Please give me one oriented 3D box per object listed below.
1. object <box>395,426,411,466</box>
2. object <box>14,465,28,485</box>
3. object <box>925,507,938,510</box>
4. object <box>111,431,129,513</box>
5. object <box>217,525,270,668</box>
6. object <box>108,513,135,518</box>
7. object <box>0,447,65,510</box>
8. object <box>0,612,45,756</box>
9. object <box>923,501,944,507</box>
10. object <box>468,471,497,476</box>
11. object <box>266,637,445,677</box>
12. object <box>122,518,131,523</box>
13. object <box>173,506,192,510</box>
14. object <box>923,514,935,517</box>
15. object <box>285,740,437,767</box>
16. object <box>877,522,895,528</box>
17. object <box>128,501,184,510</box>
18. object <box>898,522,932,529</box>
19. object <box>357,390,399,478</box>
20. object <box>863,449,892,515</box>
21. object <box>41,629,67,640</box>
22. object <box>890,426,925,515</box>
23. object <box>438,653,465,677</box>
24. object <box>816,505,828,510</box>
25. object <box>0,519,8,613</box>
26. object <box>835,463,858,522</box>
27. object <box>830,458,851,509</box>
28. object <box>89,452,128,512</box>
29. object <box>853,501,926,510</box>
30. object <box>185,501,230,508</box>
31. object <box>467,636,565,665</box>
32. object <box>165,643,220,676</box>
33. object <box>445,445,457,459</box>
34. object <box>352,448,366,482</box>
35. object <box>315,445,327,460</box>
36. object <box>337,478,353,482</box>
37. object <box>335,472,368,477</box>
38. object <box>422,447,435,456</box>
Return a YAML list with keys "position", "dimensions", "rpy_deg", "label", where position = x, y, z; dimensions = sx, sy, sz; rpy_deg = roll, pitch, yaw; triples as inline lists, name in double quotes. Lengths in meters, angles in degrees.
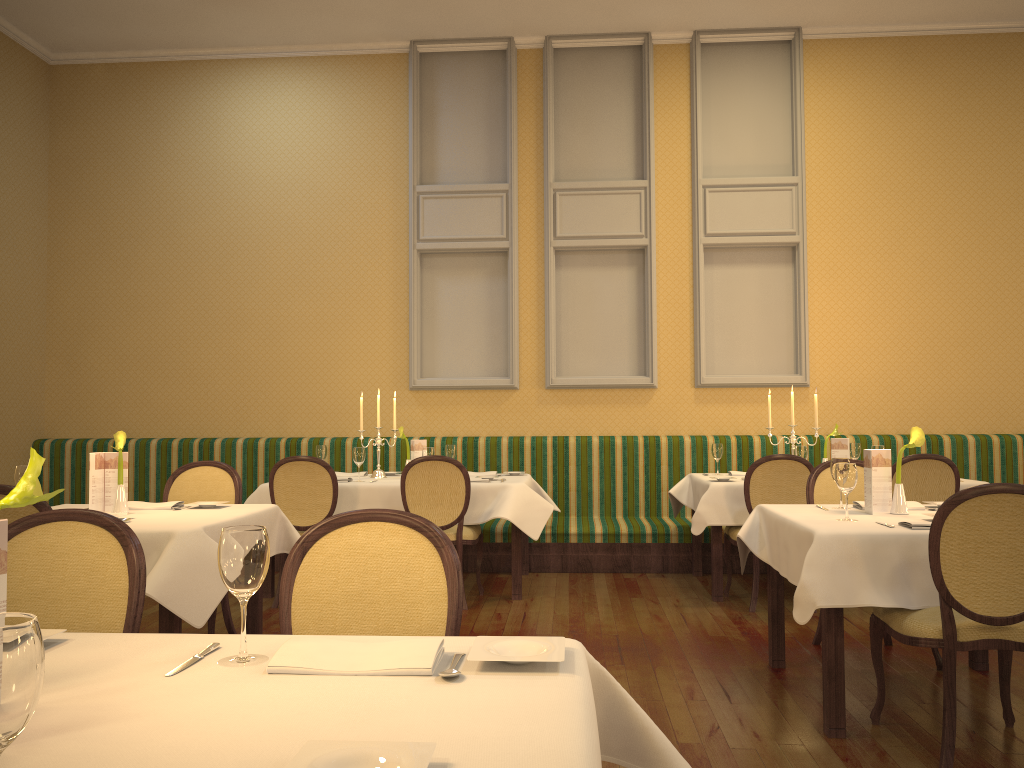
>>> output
- position: [-0.774, 0.493, 6.433]
  dimensions: [0.076, 0.375, 0.163]
  rpy_deg: [-1, -3, 26]
  label: "object"
- position: [-2.085, 0.465, 3.803]
  dimensions: [0.088, 0.229, 0.088]
  rpy_deg: [1, -3, -38]
  label: "object"
- position: [1.868, 0.556, 3.986]
  dimensions: [0.038, 0.015, 0.181]
  rpy_deg: [-1, -2, 5]
  label: "object"
- position: [-1.762, 0.397, 3.987]
  dimensions: [0.076, 0.375, 0.163]
  rpy_deg: [0, -2, -19]
  label: "object"
- position: [-0.465, 0.364, 1.537]
  dimensions: [0.088, 0.229, 0.088]
  rpy_deg: [1, -3, -38]
  label: "object"
- position: [-1.701, 0.563, 3.738]
  dimensions: [0.160, 0.024, 0.160]
  rpy_deg: [0, -2, 4]
  label: "object"
- position: [-0.769, 0.285, 1.334]
  dimensions: [0.076, 0.375, 0.163]
  rpy_deg: [-1, -3, 26]
  label: "object"
- position: [-0.484, 0.335, 0.824]
  dimensions: [0.088, 0.229, 0.088]
  rpy_deg: [1, -3, -38]
  label: "object"
- position: [1.974, 0.553, 4.025]
  dimensions: [0.160, 0.024, 0.160]
  rpy_deg: [0, -2, 4]
  label: "object"
- position: [-0.252, 0.666, 6.577]
  dimensions: [0.273, 0.033, 0.142]
  rpy_deg: [0, -2, 4]
  label: "object"
- position: [-0.260, 0.462, 1.508]
  dimensions: [0.273, 0.033, 0.142]
  rpy_deg: [0, -2, 4]
  label: "object"
- position: [-1.597, 0.561, 3.596]
  dimensions: [0.038, 0.015, 0.181]
  rpy_deg: [-1, -2, 5]
  label: "object"
- position: [-1.565, 0.586, 4.214]
  dimensions: [0.038, 0.015, 0.181]
  rpy_deg: [-1, -2, 5]
  label: "object"
- position: [1.732, 0.533, 3.510]
  dimensions: [0.160, 0.024, 0.160]
  rpy_deg: [0, -2, 4]
  label: "object"
- position: [-0.176, 0.444, 1.001]
  dimensions: [0.160, 0.024, 0.160]
  rpy_deg: [0, -2, 4]
  label: "object"
- position: [1.430, 0.537, 3.407]
  dimensions: [0.017, 0.010, 0.185]
  rpy_deg: [-1, -2, 4]
  label: "object"
- position: [-1.730, 0.581, 4.241]
  dimensions: [0.273, 0.033, 0.142]
  rpy_deg: [0, -2, 4]
  label: "object"
- position: [1.615, 0.528, 3.329]
  dimensions: [0.273, 0.024, 0.142]
  rpy_deg: [0, -2, 4]
  label: "object"
- position: [-0.965, 0.354, 6.418]
  dimensions: [0.390, 0.655, 0.131]
  rpy_deg: [2, -3, -40]
  label: "object"
- position: [1.568, 0.422, 3.849]
  dimensions: [0.166, 0.277, 0.081]
  rpy_deg: [2, -3, -40]
  label: "object"
- position: [-0.923, 0.473, 1.600]
  dimensions: [0.160, 0.024, 0.160]
  rpy_deg: [0, -2, 4]
  label: "object"
- position: [1.671, 0.367, 3.758]
  dimensions: [0.076, 0.375, 0.163]
  rpy_deg: [0, -2, -19]
  label: "object"
- position: [-0.095, 0.467, 1.481]
  dimensions: [0.038, 0.015, 0.181]
  rpy_deg: [-1, -2, 5]
  label: "object"
- position: [1.415, 0.562, 4.035]
  dimensions: [0.017, 0.010, 0.185]
  rpy_deg: [-1, -2, 5]
  label: "object"
- position: [-0.730, 0.329, 1.185]
  dimensions: [0.081, 0.277, 0.166]
  rpy_deg: [1, -3, -25]
  label: "object"
- position: [1.348, 0.435, 3.574]
  dimensions: [0.088, 0.229, 0.088]
  rpy_deg: [1, -3, -38]
  label: "object"
- position: [1.498, 0.453, 4.042]
  dimensions: [0.088, 0.229, 0.088]
  rpy_deg: [1, -3, -38]
  label: "object"
- position: [-1.865, 0.452, 4.078]
  dimensions: [0.166, 0.277, 0.081]
  rpy_deg: [2, -3, -40]
  label: "object"
- position: [1.703, 0.551, 4.013]
  dimensions: [0.273, 0.033, 0.142]
  rpy_deg: [0, -2, 4]
  label: "object"
- position: [-1.460, 0.582, 4.253]
  dimensions: [0.160, 0.024, 0.160]
  rpy_deg: [0, -2, 4]
  label: "object"
- position: [0.011, 0.464, 1.520]
  dimensions: [0.160, 0.024, 0.160]
  rpy_deg: [0, -2, 4]
  label: "object"
- position: [-0.548, 0.474, 1.530]
  dimensions: [0.017, 0.010, 0.185]
  rpy_deg: [-1, -2, 5]
  label: "object"
- position: [-0.456, 0.567, 6.606]
  dimensions: [0.088, 0.229, 0.088]
  rpy_deg: [1, -3, -38]
  label: "object"
- position: [-1.038, 0.547, 6.018]
  dimensions: [0.088, 0.229, 0.088]
  rpy_deg: [1, -3, -38]
  label: "object"
- position: [-1.435, 0.576, 6.676]
  dimensions: [0.088, 0.229, 0.088]
  rpy_deg: [1, -3, -38]
  label: "object"
- position: [-1.228, 0.649, 6.004]
  dimensions: [0.273, 0.033, 0.142]
  rpy_deg: [0, -2, 4]
  label: "object"
- position: [-1.222, 0.673, 6.605]
  dimensions: [0.273, 0.033, 0.142]
  rpy_deg: [0, -2, 4]
  label: "object"
- position: [-0.565, 0.544, 6.004]
  dimensions: [0.088, 0.229, 0.088]
  rpy_deg: [1, -3, -38]
  label: "object"
